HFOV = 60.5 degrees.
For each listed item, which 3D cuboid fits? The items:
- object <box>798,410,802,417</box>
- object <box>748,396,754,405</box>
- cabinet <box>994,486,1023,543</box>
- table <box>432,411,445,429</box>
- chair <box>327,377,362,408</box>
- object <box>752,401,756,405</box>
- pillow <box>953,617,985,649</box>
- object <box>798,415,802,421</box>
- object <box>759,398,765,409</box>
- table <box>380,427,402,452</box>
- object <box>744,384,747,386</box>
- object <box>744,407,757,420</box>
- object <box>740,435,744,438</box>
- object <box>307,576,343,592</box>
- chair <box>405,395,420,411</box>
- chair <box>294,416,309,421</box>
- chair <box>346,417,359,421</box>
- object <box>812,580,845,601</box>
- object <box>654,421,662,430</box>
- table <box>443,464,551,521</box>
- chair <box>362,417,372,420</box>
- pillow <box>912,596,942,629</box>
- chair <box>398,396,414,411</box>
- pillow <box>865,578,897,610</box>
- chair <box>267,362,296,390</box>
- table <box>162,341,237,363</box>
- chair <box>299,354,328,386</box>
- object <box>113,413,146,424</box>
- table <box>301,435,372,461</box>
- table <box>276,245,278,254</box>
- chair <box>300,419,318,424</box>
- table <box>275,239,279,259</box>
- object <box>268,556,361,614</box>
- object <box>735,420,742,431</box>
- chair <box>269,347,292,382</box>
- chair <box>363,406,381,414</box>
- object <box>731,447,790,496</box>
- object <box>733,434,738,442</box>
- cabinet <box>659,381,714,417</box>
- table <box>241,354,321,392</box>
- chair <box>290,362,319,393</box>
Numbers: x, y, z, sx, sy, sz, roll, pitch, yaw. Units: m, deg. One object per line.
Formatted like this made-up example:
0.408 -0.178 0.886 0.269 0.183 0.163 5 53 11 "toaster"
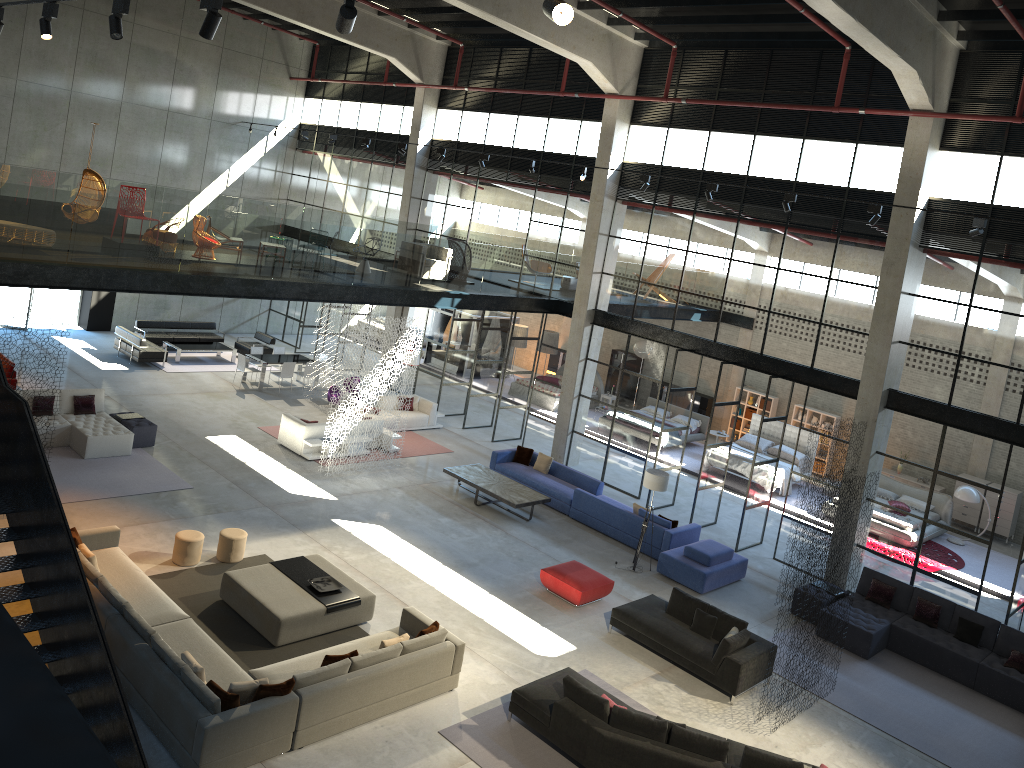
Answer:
8.214 0.884 25.009 0.095 0.260 0.095 11 4 3 "object"
7.060 0.497 25.932 0.156 0.246 0.153 14 7 34 "object"
11.813 3.109 21.220 0.661 1.199 0.527 15 7 42 "cabinet"
-2.158 0.843 22.476 0.919 0.365 0.299 20 11 42 "table"
-4.313 0.193 22.801 0.669 0.741 0.793 17 10 42 "chair"
7.194 0.565 26.008 0.185 0.130 0.187 11 9 6 "object"
7.176 3.910 13.788 0.391 0.331 0.217 17 9 40 "pillow"
8.174 0.959 24.881 0.109 0.155 0.112 6 7 -36 "object"
7.478 0.607 25.652 0.330 0.294 0.322 17 10 42 "object"
-3.023 1.196 19.980 1.226 0.365 0.299 20 11 42 "table"
6.987 0.030 26.359 0.238 0.150 0.053 18 8 40 "object"
7.124 0.893 25.947 0.330 0.294 0.322 17 10 42 "object"
6.972 1.695 25.999 0.330 0.294 0.322 17 10 42 "object"
-2.511 2.704 11.803 0.384 0.035 0.394 -1 16 -43 "object"
-2.535 0.485 22.149 0.378 0.334 0.258 8 7 -14 "chair"
-4.471 0.834 18.819 0.394 0.269 0.320 13 9 17 "chair"
-3.586 0.868 19.350 0.273 0.315 0.393 14 9 29 "chair"
5.358 3.512 14.947 0.299 0.098 0.529 1 15 -41 "object"
3.646 1.134 24.442 2.154 0.244 0.715 21 15 42 "object"
-0.347 2.169 17.515 2.106 0.395 1.022 20 14 42 "table"
-3.355 0.870 19.545 0.394 0.319 0.273 2 11 -45 "chair"
6.730 3.708 14.226 0.414 0.373 0.191 17 9 42 "pillow"
-2.657 0.497 21.985 0.408 0.332 0.261 8 7 -14 "chair"
6.191 3.519 14.731 0.422 0.341 0.234 18 10 43 "pillow"
-6.018 -0.211 22.965 0.555 0.862 0.417 16 7 42 "chair"
-8.877 -0.894 24.923 0.919 0.403 1.795 19 14 41 "table"
-5.491 -0.399 24.355 0.428 0.862 0.542 15 7 42 "chair"
-7.563 0.680 17.360 0.306 0.098 0.517 18 14 36 "object"
-3.701 1.355 18.605 0.306 0.365 1.563 16 12 42 "table"
-4.949 -2.676 18.061 0.468 0.391 0.646 7 10 -22 "table"
-4.292 0.898 18.617 0.402 0.332 0.286 10 7 -2 "chair"
-4.992 -2.904 18.846 0.396 0.511 0.415 12 7 17 "table"
-2.708 2.706 11.974 1.503 0.086 0.533 21 15 42 "object"
6.765 1.189 26.245 0.330 0.294 0.322 17 10 42 "object"
-6.356 -0.536 24.256 0.555 0.862 0.417 16 7 42 "chair"
-3.375 0.619 21.124 0.414 0.107 0.413 10 11 -1 "chair"
5.978 2.110 22.150 0.648 0.651 2.329 3 13 -44 "object"
6.684 1.622 26.242 0.138 0.233 0.141 9 6 -11 "object"
5.307 0.729 27.672 2.124 1.147 0.447 19 9 42 "cabinet"
-6.197 -0.319 23.614 0.919 0.749 1.794 18 12 42 "table"
-5.542 -0.229 23.475 0.555 0.862 0.417 16 7 42 "chair"
